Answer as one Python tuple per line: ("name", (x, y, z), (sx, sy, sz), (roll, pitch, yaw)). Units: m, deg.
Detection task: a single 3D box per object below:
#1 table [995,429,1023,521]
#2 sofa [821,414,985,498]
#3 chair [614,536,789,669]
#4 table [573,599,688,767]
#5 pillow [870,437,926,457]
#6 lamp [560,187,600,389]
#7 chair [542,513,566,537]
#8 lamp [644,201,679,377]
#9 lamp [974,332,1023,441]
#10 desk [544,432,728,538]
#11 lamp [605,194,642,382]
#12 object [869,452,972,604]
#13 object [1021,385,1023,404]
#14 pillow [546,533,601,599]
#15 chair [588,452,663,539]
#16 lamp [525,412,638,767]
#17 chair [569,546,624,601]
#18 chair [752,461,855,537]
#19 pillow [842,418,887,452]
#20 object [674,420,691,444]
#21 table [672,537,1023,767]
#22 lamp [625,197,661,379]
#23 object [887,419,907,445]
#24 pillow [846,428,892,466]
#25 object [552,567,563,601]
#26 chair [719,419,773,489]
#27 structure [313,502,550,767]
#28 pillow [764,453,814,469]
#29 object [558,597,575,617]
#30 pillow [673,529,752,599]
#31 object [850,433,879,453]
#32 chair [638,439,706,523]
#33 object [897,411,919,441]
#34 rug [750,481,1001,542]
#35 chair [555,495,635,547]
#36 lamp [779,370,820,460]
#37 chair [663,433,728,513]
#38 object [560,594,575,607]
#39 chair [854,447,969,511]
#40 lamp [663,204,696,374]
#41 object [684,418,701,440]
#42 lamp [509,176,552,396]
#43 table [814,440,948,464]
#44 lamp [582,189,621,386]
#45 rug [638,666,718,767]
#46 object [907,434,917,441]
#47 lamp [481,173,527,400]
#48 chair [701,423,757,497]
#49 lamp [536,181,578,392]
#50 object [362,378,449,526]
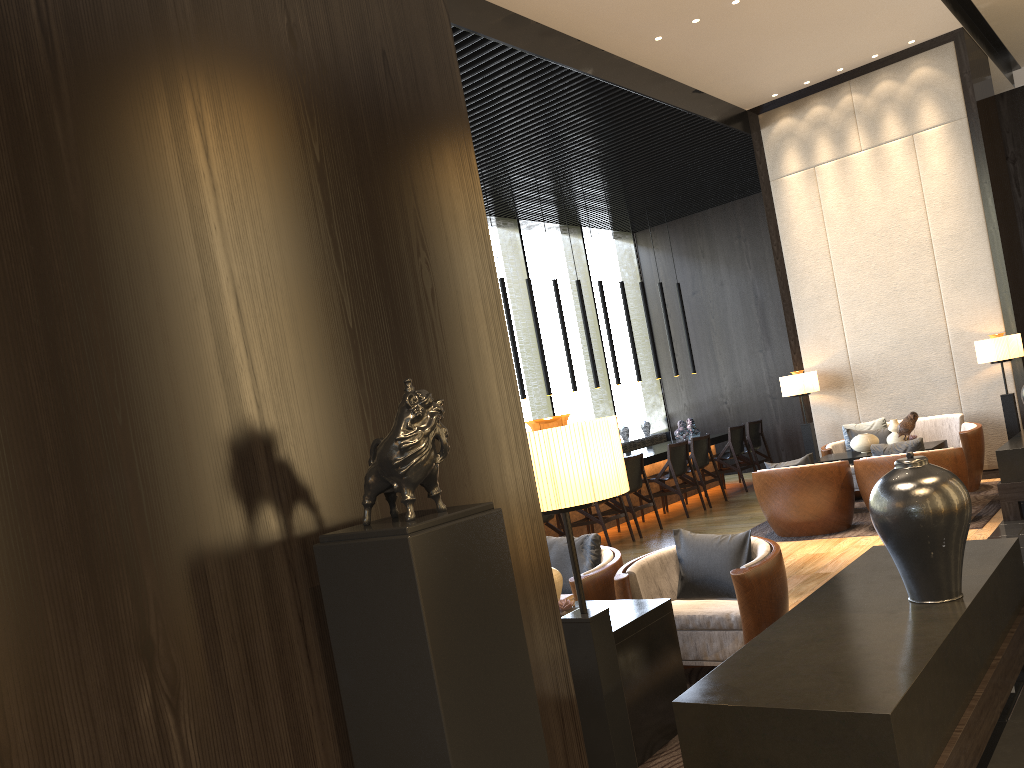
("table", (4.340, 0.613, 6.977), (0.623, 0.513, 1.950), (-11, -2, 38))
("sofa", (3.742, 0.709, 8.463), (1.457, 0.693, 0.599), (-12, -1, 38))
("chair", (0.954, 1.079, 4.215), (0.808, 0.604, 0.603), (-12, -1, 38))
("table", (0.126, 1.252, 3.753), (1.047, 0.517, 0.572), (-12, -2, 38))
("pillow", (2.958, 0.601, 6.733), (0.401, 0.362, 0.221), (-11, -1, 38))
("lamp", (0.766, -1.141, 10.194), (0.060, 2.422, 0.059), (-10, 1, 33))
("chair", (0.157, 1.282, 7.858), (0.566, 0.827, 0.523), (-11, 0, 38))
("lamp", (1.972, -1.293, 11.763), (0.060, 2.422, 0.059), (-10, 1, 33))
("lamp", (4.534, 0.210, 8.070), (0.374, 1.351, 0.375), (-11, 1, -5))
("desk", (-5.683, 2.078, 0.858), (1.790, 0.760, 28.585), (-12, -3, 38))
("lamp", (1.363, -1.216, 10.970), (0.060, 2.422, 0.059), (-10, 1, 33))
("object", (1.368, 0.469, 2.952), (0.310, 0.493, 0.313), (-10, 0, -34))
("object", (4.131, 0.135, 6.854), (0.313, 0.493, 0.310), (-11, 0, 26))
("pillow", (0.324, 1.004, 4.832), (0.401, 0.362, 0.221), (-11, -1, 38))
("chair", (1.133, 1.159, 9.128), (0.566, 0.827, 0.523), (-11, 0, 38))
("lamp", (0.220, 0.756, 2.457), (0.375, 1.348, 0.375), (-11, 1, -1))
("chair", (0.291, 1.226, 4.743), (0.808, 0.604, 0.603), (-12, -1, 38))
("chair", (2.407, 0.953, 7.356), (0.808, 0.604, 0.603), (-12, -1, 38))
("pillow", (3.507, 0.562, 8.744), (0.434, 0.400, 0.200), (-11, 0, 16))
("object", (2.155, 0.613, 11.212), (0.208, 0.310, 0.161), (-11, 0, 18))
("table", (1.289, 0.998, 3.008), (0.623, 0.513, 1.950), (-11, -2, 38))
("lamp", (1.665, -1.254, 11.363), (0.060, 2.422, 0.059), (-10, 1, 33))
("object", (3.378, 0.437, 7.783), (0.173, 0.257, 0.175), (-10, 0, -33))
("pillow", (3.495, 0.577, 8.560), (0.474, 0.361, 0.218), (-11, -1, 35))
("object", (0.134, 0.865, 3.695), (0.170, 0.236, 0.171), (-10, 0, -17))
("chair", (3.086, 0.912, 11.669), (0.566, 0.827, 0.523), (-11, 0, 38))
("structure", (-0.074, 0.836, 1.569), (0.241, 1.218, 0.239), (-10, 1, 38))
("pillow", (2.293, 0.753, 7.261), (0.444, 0.338, 0.204), (-12, -1, 45))
("object", (0.208, 0.906, 3.532), (0.091, 0.112, 0.091), (-11, -1, 0))
("pillow", (0.991, 0.860, 4.304), (0.444, 0.338, 0.204), (-12, -1, 45))
("object", (3.170, 0.531, 7.956), (0.245, 0.168, 0.246), (-10, -2, -4))
("chair", (1.762, 1.079, 9.946), (0.566, 0.827, 0.523), (-11, 0, 38))
("object", (3.383, 0.402, 7.597), (0.229, 0.309, 0.174), (-10, 0, -6))
("rug", (3.247, 1.121, 7.838), (2.052, 0.008, 2.230), (-13, -3, 38))
("chair", (0.785, 1.203, 8.676), (0.566, 0.827, 0.523), (-11, 0, 38))
("lamp", (3.091, 0.531, 9.220), (0.373, 1.351, 0.376), (-11, 1, -23))
("chair", (2.109, 1.036, 10.399), (0.566, 0.827, 0.523), (-11, 0, 38))
("object", (0.170, 0.959, 3.858), (0.175, 0.051, 0.137), (-12, -3, 34))
("chair", (3.070, 0.805, 6.828), (0.808, 0.604, 0.603), (-12, -1, 38))
("lamp", (2.285, -1.333, 12.170), (0.060, 2.422, 0.059), (-10, 1, 33))
("object", (2.310, 0.591, 11.406), (0.163, 0.313, 0.210), (-11, 0, -27))
("lamp", (0.181, -1.067, 9.432), (0.060, 2.422, 0.059), (-10, 1, 33))
("table", (3.280, 0.854, 7.856), (1.047, 0.517, 0.572), (-12, -2, 38))
("lamp", (1.056, -1.177, 10.571), (0.060, 2.422, 0.059), (-10, 1, 33))
("rug", (0.136, 1.514, 3.790), (1.969, 0.008, 2.230), (-13, -3, 38))
("object", (3.486, 0.488, 7.705), (0.091, 0.112, 0.091), (-11, -1, 0))
("lamp", (-0.099, -1.032, 9.068), (0.060, 2.422, 0.059), (-10, 1, 33))
("chair", (2.738, 0.956, 11.216), (0.566, 0.827, 0.523), (-11, 0, 38))
("lamp", (0.482, -1.105, 9.824), (0.060, 2.422, 0.059), (-10, 1, 33))
("object", (-0.194, 0.118, 1.545), (0.177, 0.246, 0.115), (-11, 0, 38))
